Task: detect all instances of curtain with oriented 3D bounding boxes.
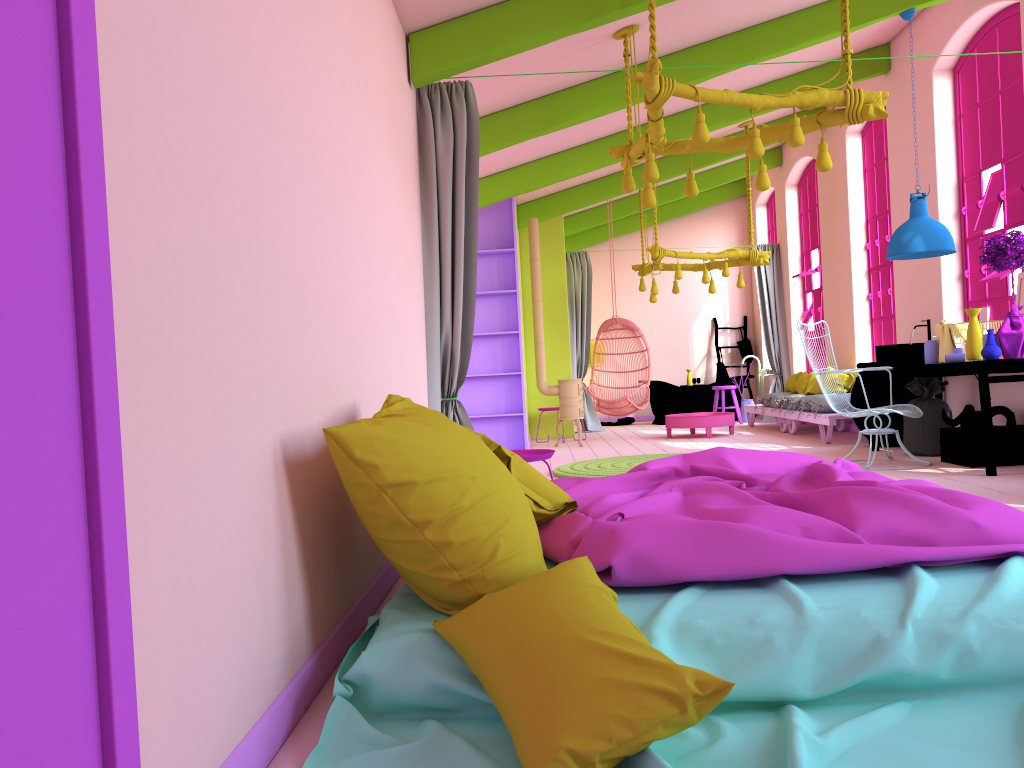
[{"bbox_3d":[3.986,-0.770,13.459,0.518,2.786,0.525,-3,1,21],"label":"curtain"},{"bbox_3d":[1.050,-0.670,13.554,0.518,2.786,0.525,-3,1,-17],"label":"curtain"},{"bbox_3d":[-0.384,-0.546,5.497,0.518,2.786,0.525,-3,1,-17],"label":"curtain"}]

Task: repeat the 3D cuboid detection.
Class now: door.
[{"bbox_3d":[-0.688,-0.393,0.573,0.108,2.591,1.677,-3,1,2],"label":"door"}]

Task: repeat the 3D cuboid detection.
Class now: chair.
[{"bbox_3d":[3.214,0.329,13.449,0.472,0.593,0.446,-3,1,-30],"label":"chair"},{"bbox_3d":[2.910,0.052,7.285,0.925,1.238,1.078,-3,1,36],"label":"chair"},{"bbox_3d":[1.352,-1.127,11.775,0.860,3.130,0.806,-3,1,21],"label":"chair"}]

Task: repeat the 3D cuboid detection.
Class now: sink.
[{"bbox_3d":[3.509,-0.269,7.948,0.340,0.194,0.609,-3,0,2],"label":"sink"}]

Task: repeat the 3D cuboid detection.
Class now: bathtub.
[{"bbox_3d":[3.038,0.258,14.559,1.889,0.740,0.826,-3,1,2],"label":"bathtub"}]

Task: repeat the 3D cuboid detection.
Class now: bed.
[{"bbox_3d":[0.951,0.538,3.252,2.802,0.514,3.576,-3,0,2],"label":"bed"}]

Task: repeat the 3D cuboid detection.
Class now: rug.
[{"bbox_3d":[1.310,0.727,7.800,1.888,0.050,1.889,-3,0,-11],"label":"rug"}]

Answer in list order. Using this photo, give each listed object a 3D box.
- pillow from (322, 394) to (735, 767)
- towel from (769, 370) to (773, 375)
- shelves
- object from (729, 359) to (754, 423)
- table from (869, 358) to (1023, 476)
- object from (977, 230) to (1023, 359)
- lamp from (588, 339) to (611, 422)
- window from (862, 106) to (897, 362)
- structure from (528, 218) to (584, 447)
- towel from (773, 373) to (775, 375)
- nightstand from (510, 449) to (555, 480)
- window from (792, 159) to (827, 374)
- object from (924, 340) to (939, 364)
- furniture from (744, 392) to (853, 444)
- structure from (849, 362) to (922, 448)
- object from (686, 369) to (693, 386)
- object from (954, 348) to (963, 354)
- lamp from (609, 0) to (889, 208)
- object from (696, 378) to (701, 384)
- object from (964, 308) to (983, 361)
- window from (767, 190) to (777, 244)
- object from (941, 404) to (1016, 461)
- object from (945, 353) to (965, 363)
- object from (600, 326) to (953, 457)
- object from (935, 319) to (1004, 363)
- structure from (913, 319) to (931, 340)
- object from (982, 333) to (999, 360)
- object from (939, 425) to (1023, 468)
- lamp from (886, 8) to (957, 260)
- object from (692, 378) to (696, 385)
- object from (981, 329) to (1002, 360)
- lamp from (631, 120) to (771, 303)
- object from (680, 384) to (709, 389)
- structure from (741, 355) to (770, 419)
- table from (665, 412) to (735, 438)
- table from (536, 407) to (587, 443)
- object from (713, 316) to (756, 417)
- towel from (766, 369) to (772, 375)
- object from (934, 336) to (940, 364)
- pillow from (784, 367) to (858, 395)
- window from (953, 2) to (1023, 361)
[{"bbox_3d":[-0.153,0.434,3.025,0.848,0.822,2.617,-3,0,-9],"label":"pillow"},{"bbox_3d":[4.310,-0.207,14.353,0.247,0.102,0.262,-3,0,-8],"label":"towel"},{"bbox_3d":[-0.814,-0.688,10.267,1.841,3.105,0.384,-3,1,2],"label":"shelves"},{"bbox_3d":[3.613,0.105,13.776,0.277,0.987,0.451,-4,1,-44],"label":"object"},{"bbox_3d":[3.686,0.215,7.302,0.655,0.821,2.192,-3,0,2],"label":"table"},{"bbox_3d":[3.669,-0.656,6.494,0.441,0.951,0.503,-4,1,-38],"label":"object"},{"bbox_3d":[1.375,-0.039,15.230,0.491,1.467,0.476,-3,1,32],"label":"lamp"},{"bbox_3d":[4.228,-1.636,9.978,0.072,3.047,1.274,-3,1,2],"label":"window"},{"bbox_3d":[0.584,-0.633,10.967,0.577,2.815,0.403,-3,1,19],"label":"structure"},{"bbox_3d":[4.301,-0.205,14.083,0.262,0.102,0.247,-3,0,-3],"label":"towel"},{"bbox_3d":[-0.051,0.605,4.825,0.596,0.458,0.596,-3,1,39],"label":"nightstand"},{"bbox_3d":[4.300,-1.641,12.430,0.551,3.010,1.513,-3,1,2],"label":"window"},{"bbox_3d":[3.526,-0.268,7.451,0.109,0.197,0.109,-3,1,-6],"label":"object"},{"bbox_3d":[3.699,0.354,11.094,0.907,0.507,3.775,-3,0,2],"label":"furniture"},{"bbox_3d":[3.730,0.196,8.811,0.718,0.845,0.718,-3,1,-31],"label":"structure"},{"bbox_3d":[2.907,-0.080,14.527,0.097,0.321,0.097,-3,1,13],"label":"object"},{"bbox_3d":[3.562,-0.229,7.073,0.065,0.118,0.065,-4,1,-40],"label":"object"},{"bbox_3d":[1.222,-2.306,5.825,1.610,2.265,1.775,-3,1,-16],"label":"lamp"},{"bbox_3d":[3.057,-0.015,14.522,0.069,0.170,0.069,-3,1,21],"label":"object"},{"bbox_3d":[3.418,-0.364,6.561,0.116,0.383,0.116,-3,1,-25],"label":"object"},{"bbox_3d":[4.353,-1.662,14.338,0.072,3.047,1.274,-3,1,2],"label":"window"},{"bbox_3d":[3.746,0.391,7.127,0.300,0.448,0.672,-3,1,-23],"label":"object"},{"bbox_3d":[3.501,-0.201,7.008,0.137,0.076,0.076,-3,1,22],"label":"object"},{"bbox_3d":[2.620,-0.125,11.582,2.827,1.580,7.863,-3,0,2],"label":"object"},{"bbox_3d":[3.731,-0.360,7.266,0.444,0.369,0.633,-3,0,2],"label":"object"},{"bbox_3d":[3.690,-0.378,7.966,0.166,0.397,0.087,-3,1,11],"label":"structure"},{"bbox_3d":[3.577,-0.276,6.627,0.109,0.197,0.109,-2,1,39],"label":"object"},{"bbox_3d":[3.714,0.487,6.984,0.446,0.277,0.521,-3,0,2],"label":"object"},{"bbox_3d":[3.293,-2.051,7.243,0.529,2.002,0.528,-2,1,33],"label":"lamp"},{"bbox_3d":[2.953,-0.009,14.362,0.069,0.170,0.069,-3,1,21],"label":"object"},{"bbox_3d":[3.436,-0.283,6.363,0.132,0.219,0.132,-3,1,18],"label":"object"},{"bbox_3d":[2.132,-2.183,11.345,1.610,2.265,1.775,-3,1,-16],"label":"lamp"},{"bbox_3d":[2.994,0.048,14.557,0.360,0.068,1.323,-3,0,2],"label":"object"},{"bbox_3d":[4.027,0.051,14.507,0.254,1.062,0.452,-4,1,-45],"label":"structure"},{"bbox_3d":[2.423,0.532,11.421,0.885,0.285,0.885,-3,0,28],"label":"table"},{"bbox_3d":[0.647,0.536,11.825,0.596,0.458,0.596,-3,1,39],"label":"table"},{"bbox_3d":[3.823,-0.290,15.260,0.603,1.765,0.410,-3,1,2],"label":"object"},{"bbox_3d":[4.318,-0.208,14.620,0.262,0.102,0.247,-3,0,2],"label":"towel"},{"bbox_3d":[3.709,-0.303,7.708,0.165,0.250,0.410,-3,1,37],"label":"object"},{"bbox_3d":[3.850,-0.019,11.165,0.578,0.399,1.997,-3,0,1],"label":"pillow"},{"bbox_3d":[4.163,-1.613,7.519,0.492,3.004,1.497,-3,1,2],"label":"window"}]
